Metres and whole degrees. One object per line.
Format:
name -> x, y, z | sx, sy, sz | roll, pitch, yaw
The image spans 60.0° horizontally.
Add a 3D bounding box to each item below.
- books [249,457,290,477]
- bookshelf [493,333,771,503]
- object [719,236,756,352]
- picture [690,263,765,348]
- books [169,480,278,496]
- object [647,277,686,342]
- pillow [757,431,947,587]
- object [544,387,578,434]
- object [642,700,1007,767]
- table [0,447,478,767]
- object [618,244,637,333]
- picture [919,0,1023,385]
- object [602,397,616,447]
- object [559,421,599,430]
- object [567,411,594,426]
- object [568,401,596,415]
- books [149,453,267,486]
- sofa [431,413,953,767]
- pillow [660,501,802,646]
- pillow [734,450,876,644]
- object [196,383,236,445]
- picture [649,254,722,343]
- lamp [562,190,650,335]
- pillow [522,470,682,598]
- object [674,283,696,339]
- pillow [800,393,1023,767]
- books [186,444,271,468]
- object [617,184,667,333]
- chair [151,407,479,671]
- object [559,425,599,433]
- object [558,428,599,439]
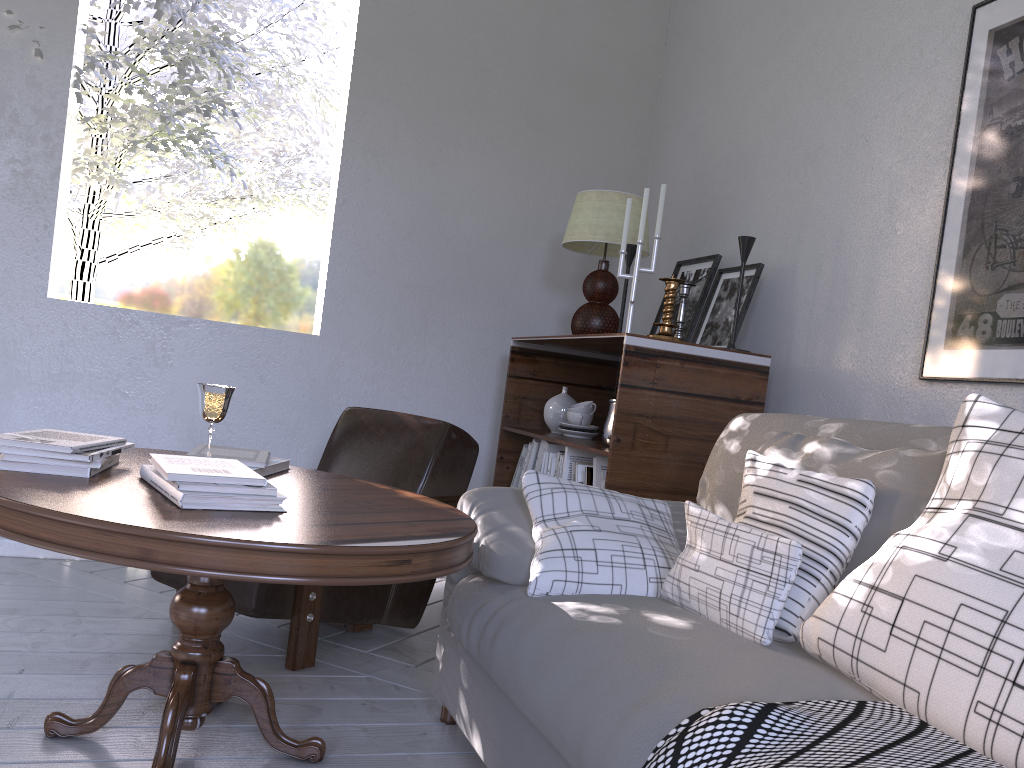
books -> -0.520, 0.150, 1.665 | 0.147, 0.018, 0.230 | 7, 0, 2
bookshelf -> 0.267, 0.289, 2.498 | 0.401, 0.801, 0.796 | 7, 1, -20
object -> 0.567, -0.221, 2.212 | 0.095, 0.289, 0.095 | 7, 2, 3
picture -> 0.575, -0.199, 2.404 | 0.080, 0.252, 0.201 | 7, 1, -20
books -> -0.447, 0.140, 1.329 | 0.135, 0.010, 0.239 | 8, 0, -28
object -> 0.388, -0.188, 2.193 | 0.096, 0.172, 0.096 | 7, 1, -1
pillow -> 0.480, 0.233, 1.325 | 0.151, 0.314, 0.488 | 7, 0, -19
object -> 0.156, 0.082, 2.754 | 0.111, 0.147, 0.122 | 7, 1, -22
object -> -0.009, 0.476, 0.806 | 1.497, 0.395, 0.496 | 7, 0, 10
table -> -0.509, 0.378, 1.451 | 0.946, 0.432, 0.740 | 7, 0, 40
object -> 0.320, -0.251, 2.523 | 0.095, 0.289, 0.095 | 7, 2, 3
picture -> 1.000, -0.381, 1.557 | 0.019, 0.774, 0.587 | 7, 1, -20
object -> 0.329, 0.067, 2.293 | 0.143, 0.223, 0.190 | 7, 1, -29
object -> 0.197, 0.129, 2.620 | 0.121, 0.024, 0.120 | 7, 0, -15
object -> 0.199, 0.108, 2.617 | 0.079, 0.050, 0.082 | 8, 0, 43
object -> 0.203, 0.080, 2.616 | 0.078, 0.068, 0.082 | 7, 1, -5
books -> -0.458, 0.127, 1.324 | 0.136, 0.010, 0.213 | 8, 0, -28
sofa -> 0.511, 0.386, 0.951 | 0.768, 0.683, 1.856 | 7, 0, -20
pillow -> 0.315, 0.272, 1.291 | 0.071, 0.167, 0.283 | 7, 0, -22
pillow -> 0.392, 0.243, 1.316 | 0.130, 0.270, 0.309 | 7, 1, -16
object -> -0.611, 0.076, 1.805 | 0.076, 0.149, 0.076 | 7, 2, -24
picture -> 0.502, -0.231, 2.636 | 0.095, 0.301, 0.230 | 7, 1, -20
lamp -> 0.274, -0.337, 2.682 | 0.269, 0.447, 0.266 | 6, 2, -45
pillow -> 0.161, 0.274, 1.527 | 0.310, 0.206, 0.214 | 7, 1, -13
object -> 0.435, -0.181, 2.275 | 0.062, 0.172, 0.061 | 6, 2, -43
pillow -> 0.544, 0.200, 0.949 | 0.220, 0.386, 0.452 | 7, 1, -18
books -> -0.528, 0.134, 1.665 | 0.136, 0.011, 0.214 | 7, 0, -13
object -> 0.331, -0.320, 2.338 | 0.101, 0.424, 0.100 | 6, 2, -36
chair -> -0.459, 0.332, 2.176 | 0.494, 0.554, 0.706 | 8, 1, 35
object -> 0.196, 0.139, 2.617 | 0.120, 0.021, 0.122 | 7, 0, 30
object -> 0.195, 0.148, 2.617 | 0.120, 0.021, 0.122 | 7, 0, 30
